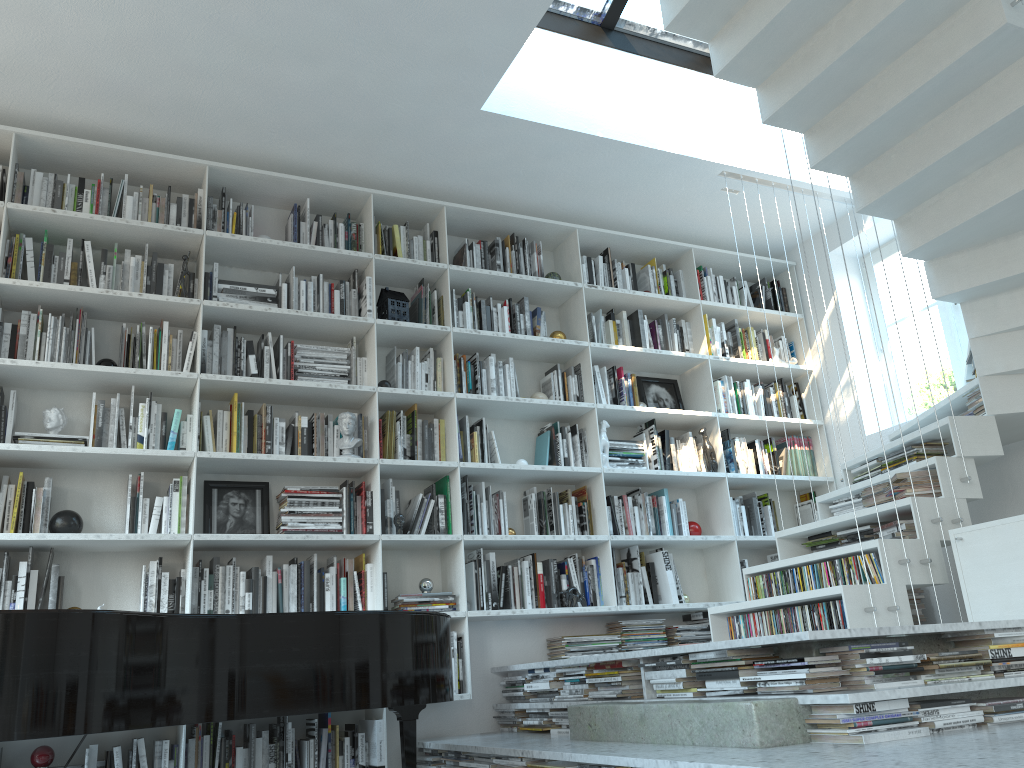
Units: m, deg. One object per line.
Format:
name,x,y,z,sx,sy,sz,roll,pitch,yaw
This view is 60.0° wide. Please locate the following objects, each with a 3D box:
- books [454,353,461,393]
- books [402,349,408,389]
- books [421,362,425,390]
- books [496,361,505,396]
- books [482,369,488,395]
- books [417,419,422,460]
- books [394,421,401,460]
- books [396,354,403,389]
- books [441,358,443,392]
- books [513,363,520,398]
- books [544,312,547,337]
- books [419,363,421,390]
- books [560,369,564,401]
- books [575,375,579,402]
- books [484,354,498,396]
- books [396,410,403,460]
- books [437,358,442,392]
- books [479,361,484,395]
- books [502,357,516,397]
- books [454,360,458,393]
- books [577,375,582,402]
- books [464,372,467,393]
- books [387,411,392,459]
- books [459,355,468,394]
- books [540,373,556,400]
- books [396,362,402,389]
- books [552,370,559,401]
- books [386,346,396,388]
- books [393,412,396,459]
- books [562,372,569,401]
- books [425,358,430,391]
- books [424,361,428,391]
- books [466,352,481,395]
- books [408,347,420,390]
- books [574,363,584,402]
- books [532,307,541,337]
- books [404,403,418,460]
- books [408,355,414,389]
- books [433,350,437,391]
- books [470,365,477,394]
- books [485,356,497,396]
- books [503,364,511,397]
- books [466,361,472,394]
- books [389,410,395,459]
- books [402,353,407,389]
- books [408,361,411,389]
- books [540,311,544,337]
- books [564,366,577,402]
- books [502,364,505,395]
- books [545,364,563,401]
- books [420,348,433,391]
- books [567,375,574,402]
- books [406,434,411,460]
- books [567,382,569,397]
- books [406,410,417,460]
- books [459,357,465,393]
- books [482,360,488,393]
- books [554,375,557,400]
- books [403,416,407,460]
books,-0.318,-0.010,4.845,0.014,0.277,0.154,4,-20,-25
books,-0.582,-0.032,4.716,0.019,0.274,0.146,4,-20,-25
books,-0.502,0.007,4.725,0.027,0.196,0.185,4,-20,-25
books,-0.096,0.018,4.924,0.025,0.244,0.184,4,-20,-25
books,-0.181,0.037,4.883,0.025,0.193,0.171,4,-20,-25
books,-0.508,0.329,4.618,0.033,0.252,0.175,4,-20,-25
books,-0.607,0.329,4.562,0.015,0.231,0.180,4,-20,-25
books,-0.611,-0.017,4.701,0.024,0.241,0.160,4,-20,-25
books,-0.409,-0.002,4.783,0.026,0.237,0.173,4,-20,-25
books,-0.005,0.028,4.986,0.034,0.253,0.161,4,-20,-25
books,0.160,-0.291,5.188,0.026,0.228,0.141,4,-20,-25
books,-0.518,0.006,4.714,0.024,0.194,0.173,4,-20,-25
books,0.252,0.052,5.100,0.016,0.243,0.152,4,-20,-25
books,0.335,0.072,5.115,0.013,0.203,0.174,4,-20,-25
books,-0.127,-0.003,4.934,0.027,0.294,0.160,4,-20,-25
books,-0.592,0.300,4.577,0.019,0.293,0.164,4,-20,-25
books,-0.419,-0.005,4.760,0.028,0.229,0.177,4,-20,-25
books,-0.200,0.012,4.873,0.022,0.236,0.165,4,-20,-25
books,-0.031,0.008,4.953,0.024,0.271,0.170,4,-20,-25
books,-0.339,0.007,4.833,0.030,0.241,0.138,4,-20,-25
books,0.356,0.074,5.129,0.012,0.205,0.170,4,-20,-25
books,-0.284,0.038,4.839,0.021,0.178,0.137,4,-20,-25
books,-0.653,0.300,4.561,0.035,0.292,0.145,4,-20,-25
books,-0.279,-0.005,4.876,0.014,0.283,0.136,4,-20,-25
books,0.207,0.061,5.082,0.015,0.219,0.140,4,-20,-25
books,-0.618,0.002,4.666,0.028,0.185,0.182,4,-20,-25
books,0.226,0.055,5.087,0.012,0.231,0.154,4,-20,-25
books,-0.642,-0.040,4.695,0.018,0.284,0.160,4,-20,-25
books,-0.630,0.302,4.571,0.035,0.292,0.145,4,-20,-25
books,0.277,0.062,5.111,0.016,0.227,0.160,4,-20,-25
books,-0.471,-0.005,4.754,0.024,0.233,0.150,4,-20,-25
books,-0.484,0.002,4.737,0.029,0.210,0.158,4,-20,-25
books,-0.216,-0.012,4.866,0.014,0.279,0.178,4,-20,-25
books,-0.531,-0.037,4.710,0.028,0.274,0.187,4,-20,-25
books,0.364,0.039,5.138,0.005,0.277,0.183,4,-20,-25
books,0.117,-0.307,5.141,0.054,0.234,0.172,4,-20,-25
books,-0.526,0.287,4.620,0.021,0.336,0.170,4,-20,-25
books,-0.554,-0.013,4.716,0.023,0.235,0.179,4,-20,-25
books,-0.443,-0.023,4.774,0.025,0.276,0.173,4,-20,-25
books,-0.240,0.024,4.864,0.026,0.215,0.162,4,-20,-25
books,-0.141,0.002,4.895,0.030,0.262,0.182,4,-20,-25
books,-0.055,0.029,4.947,0.021,0.231,0.183,4,-20,-25
books,-0.257,0.012,4.858,0.013,0.235,0.158,4,-20,-25
books,-0.636,0.296,4.553,0.035,0.292,0.145,4,-20,-25
books,-0.594,-0.021,4.705,0.028,0.249,0.165,4,-20,-25
books,-0.569,0.001,4.709,0.023,0.206,0.171,4,-20,-25
books,0.135,-0.293,5.155,0.048,0.216,0.183,4,-20,-25
books,0.320,0.046,5.118,0.016,0.256,0.176,4,-20,-25
books,-0.083,0.018,4.954,0.024,0.261,0.134,4,-20,-25
books,0.242,0.036,5.087,0.015,0.266,0.164,4,-20,-25
books,-0.458,-0.031,4.772,0.028,0.292,0.155,4,-20,-25
books,0.305,0.074,5.112,0.013,0.201,0.174,4,-20,-25
books,-0.558,0.365,4.600,0.030,0.180,0.132,4,-20,-25
books,0.289,0.075,5.118,0.012,0.205,0.138,4,-20,-25
books,-0.528,0.301,4.592,0.019,0.292,0.183,4,-20,-25
books,-0.298,0.000,4.832,0.014,0.247,0.177,4,-20,-25
books,-0.170,0.011,4.906,0.011,0.256,0.132,4,-20,-25
books,0.219,0.068,5.081,0.005,0.204,0.154,4,-20,-25
books,-0.584,0.317,4.602,0.035,0.277,0.139,4,-20,-25
